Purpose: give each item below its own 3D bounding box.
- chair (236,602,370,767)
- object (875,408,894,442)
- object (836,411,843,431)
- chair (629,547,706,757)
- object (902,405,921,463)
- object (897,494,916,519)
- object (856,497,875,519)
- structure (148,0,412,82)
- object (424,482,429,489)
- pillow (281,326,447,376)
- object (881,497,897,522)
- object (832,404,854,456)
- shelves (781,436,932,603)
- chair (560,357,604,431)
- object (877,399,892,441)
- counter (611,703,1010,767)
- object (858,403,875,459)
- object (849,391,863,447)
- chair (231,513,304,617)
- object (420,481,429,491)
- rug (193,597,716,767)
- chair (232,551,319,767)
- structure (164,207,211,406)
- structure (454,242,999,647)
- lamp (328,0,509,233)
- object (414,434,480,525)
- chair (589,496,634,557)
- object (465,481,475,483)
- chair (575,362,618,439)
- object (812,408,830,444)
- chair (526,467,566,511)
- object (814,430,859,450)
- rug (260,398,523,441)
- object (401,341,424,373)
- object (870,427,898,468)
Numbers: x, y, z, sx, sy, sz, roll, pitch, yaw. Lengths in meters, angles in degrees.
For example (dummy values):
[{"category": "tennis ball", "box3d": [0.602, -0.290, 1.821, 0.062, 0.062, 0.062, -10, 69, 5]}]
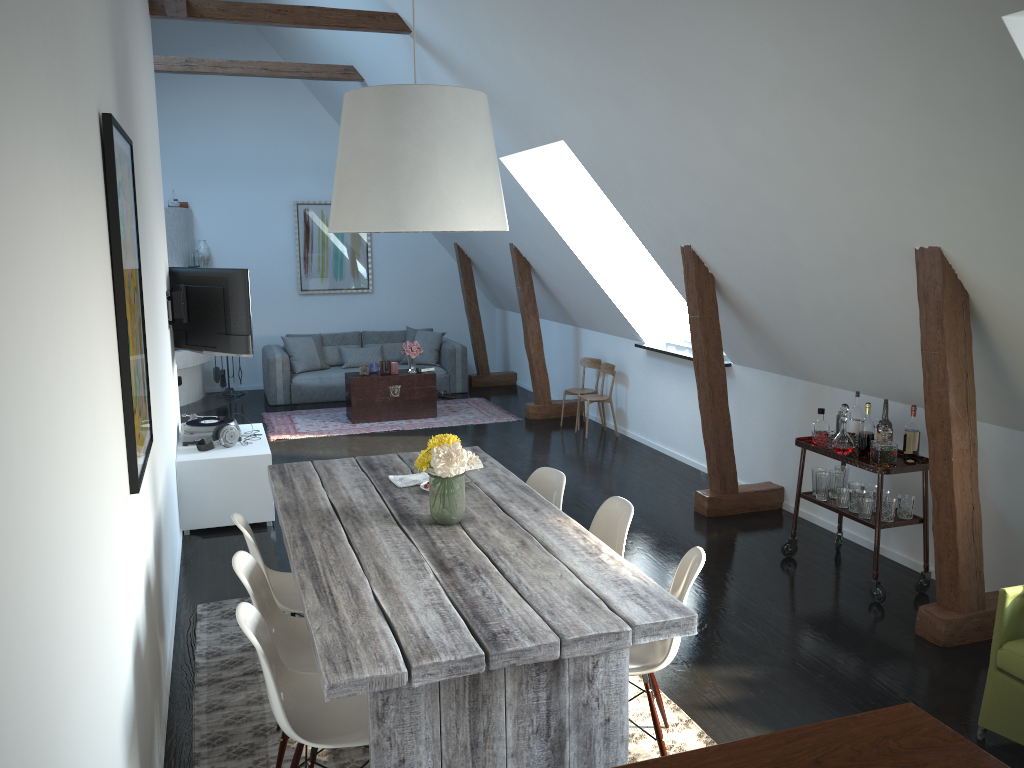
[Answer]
[{"category": "chair", "box3d": [-0.583, 1.079, 2.859, 0.542, 0.801, 0.465, -4, 10, -17]}, {"category": "object", "box3d": [2.084, 0.262, 4.962, 0.067, 0.257, 0.099, -3, 10, -13]}, {"category": "object", "box3d": [1.949, 0.253, 5.259, 0.052, 0.182, 0.135, 3, 10, 18]}, {"category": "chair", "box3d": [0.428, 1.000, 3.277, 0.542, 0.801, 0.465, 1, 9, 7]}, {"category": "object", "box3d": [2.159, 0.265, 4.784, 0.081, 0.308, 0.081, -5, 11, -26]}, {"category": "object", "box3d": [2.134, 0.668, 4.804, 0.095, 0.119, 0.095, 6, 11, 33]}, {"category": "object", "box3d": [1.921, 0.677, 4.824, 0.092, 0.099, 0.092, -9, 12, -40]}, {"category": "structure", "box3d": [-3.661, -2.716, 5.403, 10.230, 3.562, 15.910, -3, 10, -13]}, {"category": "object", "box3d": [-0.329, 0.465, 4.062, 0.144, 0.034, 0.132, 8, 13, 42]}, {"category": "pillow", "box3d": [-1.820, -0.432, 11.103, 2.075, 0.515, 0.444, -4, 10, -18]}, {"category": "object", "box3d": [2.012, 0.676, 4.761, 0.095, 0.119, 0.095, 6, 11, 33]}, {"category": "object", "box3d": [1.842, 0.252, 4.926, 0.114, 0.292, 0.114, 8, 13, 43]}, {"category": "shelves", "box3d": [1.973, 0.730, 5.025, 0.438, 0.732, 0.803, -4, 10, -22]}, {"category": "chair", "box3d": [0.716, 0.093, 9.057, 0.342, 0.696, 0.329, -7, 12, -35]}, {"category": "object", "box3d": [2.030, 0.246, 4.834, 0.080, 0.329, 0.080, -6, 11, -28]}, {"category": "counter", "box3d": [1.371, 0.947, 0.503, 3.365, 0.038, 3.085, -4, 10, -18]}, {"category": "object", "box3d": [1.950, 0.254, 4.873, 0.081, 0.307, 0.081, -3, 10, -13]}, {"category": "object", "box3d": [1.995, 0.201, 5.139, 0.073, 0.320, 0.073, -6, 11, -28]}, {"category": "chair", "box3d": [-0.896, 0.925, 3.806, 0.542, 0.801, 0.465, -4, 10, -22]}, {"category": "object", "box3d": [-0.319, 0.474, 4.077, 0.205, 0.024, 0.205, -5, 11, -26]}, {"category": "rug", "box3d": [-0.354, 1.322, 3.778, 1.898, 0.022, 2.677, -4, 10, -18]}, {"category": "chair", "box3d": [-0.734, 1.007, 3.302, 0.542, 0.801, 0.465, -3, 10, -13]}, {"category": "structure", "box3d": [-5.230, -2.093, 10.452, 3.058, 4.752, 3.049, -2, 10, -10]}, {"category": "structure", "box3d": [1.710, -0.021, 5.896, 1.023, 1.963, 12.350, -4, 10, -18]}, {"category": "lamp", "box3d": [-0.389, -1.973, 3.192, 0.697, 2.813, 0.757, 5, 11, 31]}, {"category": "object", "box3d": [-0.267, 0.381, 3.582, 0.293, 0.365, 0.233, 8, 13, 42]}, {"category": "chair", "box3d": [0.245, 0.912, 3.818, 0.542, 0.801, 0.465, -4, 10, -17]}, {"category": "object", "box3d": [-0.270, 0.460, 4.099, 0.194, 0.022, 0.019, -1, 9, -3]}, {"category": "chair", "box3d": [0.827, 0.155, 8.674, 0.342, 0.696, 0.329, -3, 10, -17]}, {"category": "object", "box3d": [1.818, 0.245, 5.226, 0.087, 0.206, 0.087, 0, 9, 6]}, {"category": "chair", "box3d": [-0.007, 0.839, 4.275, 0.542, 0.801, 0.465, -7, 11, -32]}, {"category": "object", "box3d": [1.864, 0.326, 5.086, 0.245, 0.092, 0.151, 1, 10, 10]}, {"category": "rug", "box3d": [-1.346, 0.356, 9.685, 2.647, 0.029, 1.512, -4, 10, -18]}, {"category": "object", "box3d": [-1.093, -0.305, 9.647, 0.235, 0.351, 0.234, 5, 11, 31]}, {"category": "object", "box3d": [1.954, 0.335, 4.658, 0.101, 0.211, 0.101, -1, 9, -4]}]
